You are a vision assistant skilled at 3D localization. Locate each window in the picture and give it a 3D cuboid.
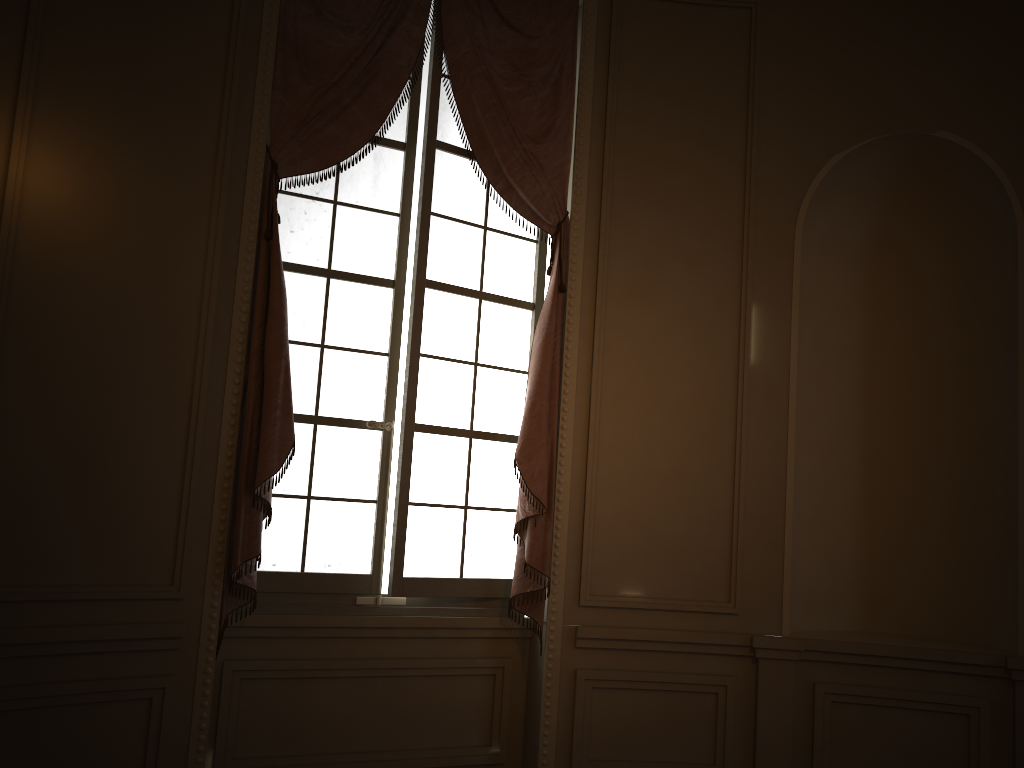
[{"bbox_3d":[-0.445,-0.440,3.816,1.333,2.826,0.151,7,-7,-23],"label":"window"}]

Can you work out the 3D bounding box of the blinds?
[{"bbox_3d":[-0.356,-0.400,3.606,1.358,2.966,0.281,7,-7,-24],"label":"blinds"}]
